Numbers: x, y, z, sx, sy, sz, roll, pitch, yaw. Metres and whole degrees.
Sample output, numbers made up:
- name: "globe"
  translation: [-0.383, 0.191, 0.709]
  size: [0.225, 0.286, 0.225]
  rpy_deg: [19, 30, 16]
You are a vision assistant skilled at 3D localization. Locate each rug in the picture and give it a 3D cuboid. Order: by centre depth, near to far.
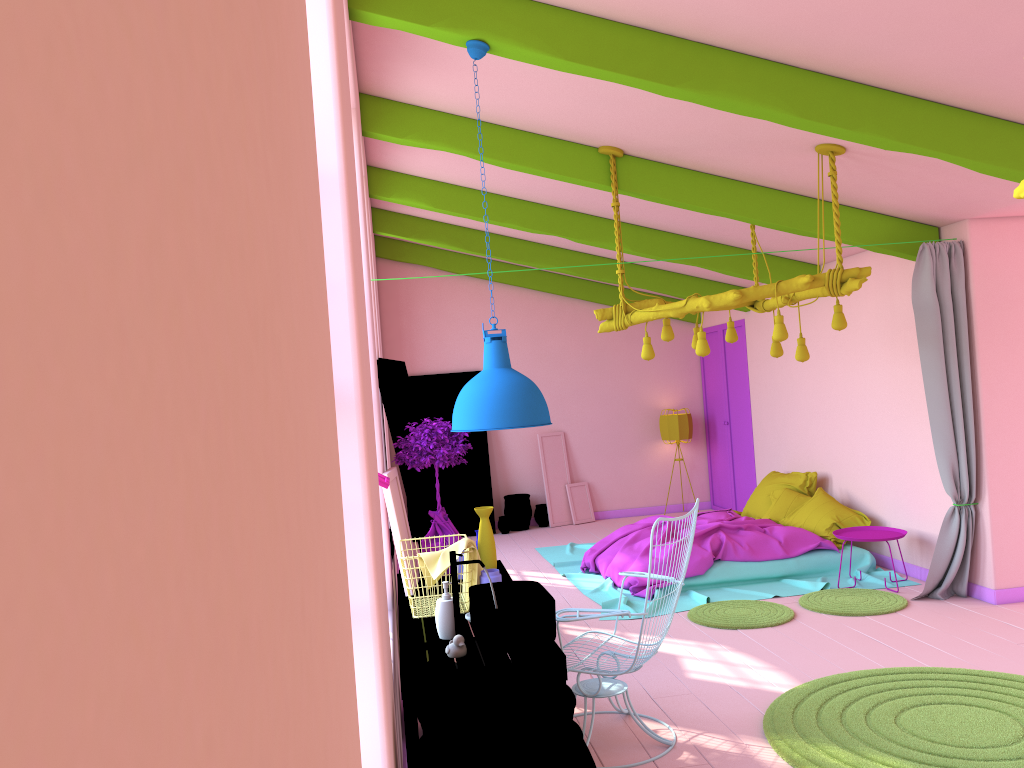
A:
- name: "rug"
  translation: [2.246, 1.732, 4.439]
  size: [1.888, 0.050, 1.889]
  rpy_deg: [-4, -1, -20]
- name: "rug"
  translation: [1.786, 1.800, 6.943]
  size: [0.792, 0.021, 0.793]
  rpy_deg: [-4, -1, -25]
- name: "rug"
  translation: [2.710, 1.734, 7.069]
  size: [0.793, 0.021, 0.792]
  rpy_deg: [-4, -1, 20]

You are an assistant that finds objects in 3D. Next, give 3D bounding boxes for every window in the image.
- name: "window"
  translation: [-0.879, -0.234, 4.190]
  size: [0.492, 3.003, 1.497]
  rpy_deg: [-4, 0, -8]

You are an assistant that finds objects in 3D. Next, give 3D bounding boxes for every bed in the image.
- name: "bed"
  translation: [1.831, 1.577, 8.980]
  size: [2.802, 0.514, 3.577]
  rpy_deg: [-4, -1, -8]

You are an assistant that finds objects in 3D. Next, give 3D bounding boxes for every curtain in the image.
- name: "curtain"
  translation: [3.371, 0.299, 6.953]
  size: [0.518, 2.785, 0.525]
  rpy_deg: [-4, 0, -27]

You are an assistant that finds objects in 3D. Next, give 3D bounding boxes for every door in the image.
- name: "door"
  translation: [-0.699, 0.894, 7.031]
  size: [0.450, 2.211, 1.153]
  rpy_deg: [-4, 0, 2]
- name: "door"
  translation: [2.883, 0.496, 11.865]
  size: [0.108, 2.590, 1.677]
  rpy_deg: [-4, 0, -8]
- name: "door"
  translation: [-0.888, 0.955, 11.969]
  size: [1.153, 2.211, 0.450]
  rpy_deg: [-4, 0, -8]

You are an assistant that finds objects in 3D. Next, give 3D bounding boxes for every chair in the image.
- name: "chair"
  translation: [0.513, 1.268, 4.669]
  size: [0.925, 1.238, 1.078]
  rpy_deg: [-4, 0, 27]

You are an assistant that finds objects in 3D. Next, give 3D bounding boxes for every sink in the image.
- name: "sink"
  translation: [-0.005, 1.011, 3.909]
  size: [0.340, 0.194, 0.609]
  rpy_deg: [-4, 0, -8]

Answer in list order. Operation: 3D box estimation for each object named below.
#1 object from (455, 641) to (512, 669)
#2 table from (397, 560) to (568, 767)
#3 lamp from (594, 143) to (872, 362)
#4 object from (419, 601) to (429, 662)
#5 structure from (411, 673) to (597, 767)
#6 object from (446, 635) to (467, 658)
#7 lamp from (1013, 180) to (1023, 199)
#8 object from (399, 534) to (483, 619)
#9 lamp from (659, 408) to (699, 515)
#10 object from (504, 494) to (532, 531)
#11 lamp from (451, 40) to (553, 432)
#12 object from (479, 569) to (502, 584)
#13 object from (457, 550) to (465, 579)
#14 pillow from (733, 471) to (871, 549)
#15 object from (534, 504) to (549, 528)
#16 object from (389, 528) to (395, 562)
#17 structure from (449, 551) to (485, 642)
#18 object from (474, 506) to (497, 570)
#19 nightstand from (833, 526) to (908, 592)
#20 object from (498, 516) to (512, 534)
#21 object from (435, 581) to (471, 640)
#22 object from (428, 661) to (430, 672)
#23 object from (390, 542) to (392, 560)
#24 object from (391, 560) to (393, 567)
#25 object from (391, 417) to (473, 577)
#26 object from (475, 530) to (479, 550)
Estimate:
- name: "object"
  translation: [1.477, 0.983, 0.472]
  size: [2.826, 1.580, 7.866]
  rpy_deg: [-4, -1, -7]
- name: "table"
  translation: [-0.224, 1.525, 4.530]
  size: [0.655, 0.821, 2.193]
  rpy_deg: [-4, 0, -8]
- name: "lamp"
  translation: [1.637, -1.256, 6.322]
  size: [1.610, 2.264, 1.776]
  rpy_deg: [-4, 0, -26]
- name: "object"
  translation: [-0.645, 1.615, 5.953]
  size: [0.218, 0.733, 0.451]
  rpy_deg: [-4, 0, -8]
- name: "structure"
  translation: [-0.023, 1.486, 3.034]
  size: [0.718, 0.845, 0.718]
  rpy_deg: [-4, 0, -40]
- name: "object"
  translation: [-0.228, 1.068, 3.633]
  size: [0.088, 0.088, 0.086]
  rpy_deg: [-4, 0, 9]
- name: "lamp"
  translation: [1.663, -1.115, 0.731]
  size: [1.610, 2.264, 1.776]
  rpy_deg: [-4, 0, -26]
- name: "object"
  translation: [-0.345, 0.960, 4.543]
  size: [0.444, 0.369, 0.633]
  rpy_deg: [-4, 0, -8]
- name: "lamp"
  translation: [2.341, 1.072, 12.332]
  size: [0.491, 1.466, 0.476]
  rpy_deg: [-4, 0, 22]
- name: "object"
  translation: [0.083, 1.748, 12.080]
  size: [0.386, 0.471, 0.386]
  rpy_deg: [-4, 0, 35]
- name: "lamp"
  translation: [-0.127, -0.771, 4.593]
  size: [0.529, 2.002, 0.528]
  rpy_deg: [-4, 0, 24]
- name: "object"
  translation: [-0.102, 1.024, 4.396]
  size: [0.109, 0.197, 0.109]
  rpy_deg: [-4, 0, -15]
- name: "object"
  translation: [-0.288, 1.035, 5.200]
  size: [0.109, 0.197, 0.109]
  rpy_deg: [-4, 0, 30]
- name: "pillow"
  translation: [2.860, 1.341, 9.381]
  size: [0.848, 0.822, 2.618]
  rpy_deg: [-4, 0, -18]
- name: "object"
  translation: [0.428, 1.812, 12.201]
  size: [0.260, 0.306, 0.260]
  rpy_deg: [-4, 0, 25]
- name: "object"
  translation: [-0.933, 1.159, 6.197]
  size: [0.223, 0.272, 0.223]
  rpy_deg: [-4, 0, -20]
- name: "structure"
  translation: [-0.192, 0.925, 3.859]
  size: [0.166, 0.397, 0.087]
  rpy_deg: [-4, 0, 2]
- name: "object"
  translation: [-0.154, 0.929, 5.290]
  size: [0.116, 0.383, 0.116]
  rpy_deg: [-4, 0, -34]
- name: "nightstand"
  translation: [3.076, 1.493, 7.592]
  size: [0.596, 0.458, 0.596]
  rpy_deg: [-4, 0, 30]
- name: "object"
  translation: [-0.097, 1.883, 11.832]
  size: [0.199, 0.234, 0.199]
  rpy_deg: [-4, 0, -40]
- name: "object"
  translation: [-0.244, 1.007, 4.112]
  size: [0.165, 0.250, 0.410]
  rpy_deg: [-4, 0, 28]
- name: "object"
  translation: [-0.290, 1.710, 4.698]
  size: [0.300, 0.448, 0.672]
  rpy_deg: [-4, 0, -32]
- name: "object"
  translation: [-0.899, 1.179, 5.990]
  size: [0.182, 0.222, 0.182]
  rpy_deg: [-4, 0, -25]
- name: "object"
  translation: [-0.859, 1.174, 5.695]
  size: [0.182, 0.222, 0.182]
  rpy_deg: [-4, 0, -30]
- name: "object"
  translation: [-0.446, 0.672, 5.307]
  size: [0.503, 0.950, 0.441]
  rpy_deg: [-4, 0, 42]
- name: "object"
  translation: [-0.194, 1.015, 5.484]
  size: [0.132, 0.219, 0.132]
  rpy_deg: [-4, 0, 9]
